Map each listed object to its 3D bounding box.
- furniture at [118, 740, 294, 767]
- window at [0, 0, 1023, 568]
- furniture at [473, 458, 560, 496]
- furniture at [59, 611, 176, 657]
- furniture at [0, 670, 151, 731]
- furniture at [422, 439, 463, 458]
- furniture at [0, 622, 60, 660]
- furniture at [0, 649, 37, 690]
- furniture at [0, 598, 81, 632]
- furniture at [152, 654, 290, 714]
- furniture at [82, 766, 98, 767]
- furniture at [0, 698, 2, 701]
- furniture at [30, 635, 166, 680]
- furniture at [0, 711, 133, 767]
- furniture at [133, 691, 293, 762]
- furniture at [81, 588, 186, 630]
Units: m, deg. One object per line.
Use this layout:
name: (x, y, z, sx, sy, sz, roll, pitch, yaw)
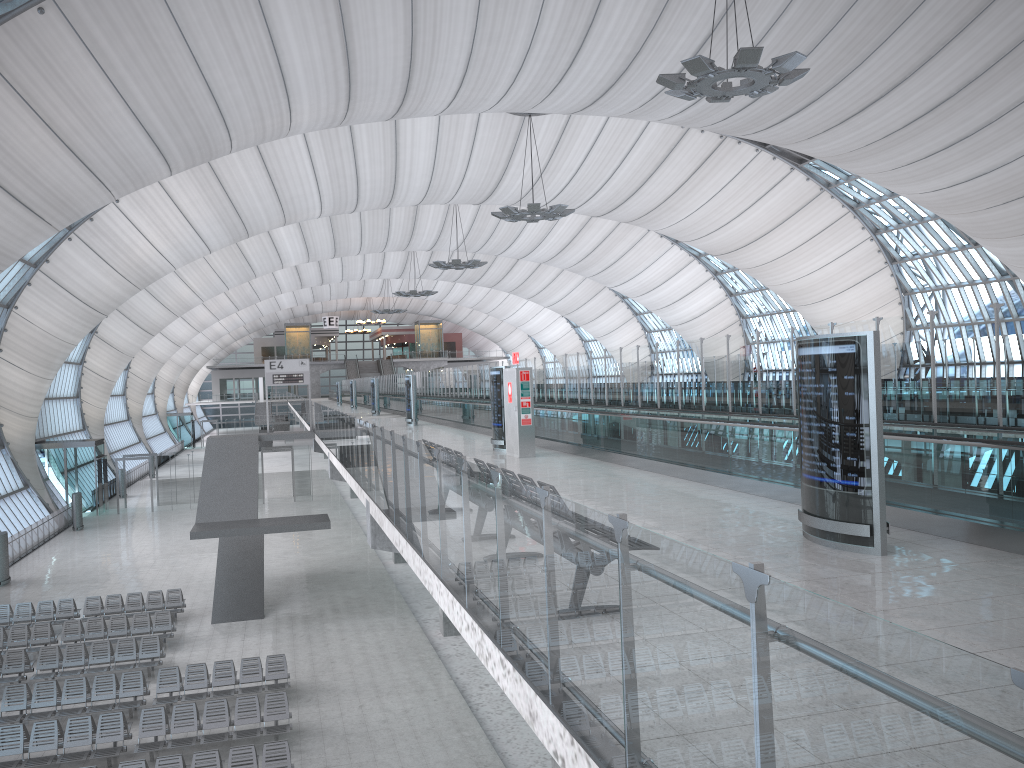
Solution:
furniture: (-4.829, 6.262, 14.012, 2.705, 0.913, 1.572, -2, 0, -15)
window: (-8.289, -3.401, 77.878, 50.537, 20.004, 167.818, -2, 0, -15)
furniture: (0.316, 1.095, 6.897, 0.713, 0.902, 2.520, -2, 0, -15)
furniture: (-10.101, 6.410, 22.774, 2.705, 0.913, 1.572, -2, 0, -15)
furniture: (-8.811, 6.390, 17.922, 2.705, 0.913, 1.572, -2, 0, -15)
furniture: (-0.443, 1.107, 9.823, 0.713, 0.902, 2.520, -2, 0, -15)
furniture: (-12.849, 6.519, 22.043, 2.705, 0.913, 1.572, -2, 0, -15)
furniture: (-12.245, 6.509, 19.773, 2.705, 0.913, 1.572, -2, 0, -15)
furniture: (-13.527, 6.530, 24.595, 2.705, 0.913, 1.572, -2, 0, -15)
furniture: (-6.063, 6.281, 18.653, 2.705, 0.913, 1.572, -2, 0, -15)
furniture: (-7.577, 6.370, 13.281, 2.705, 0.913, 1.572, -2, 0, -15)
furniture: (-11.559, 6.498, 17.191, 2.705, 0.913, 1.572, -2, 0, -15)
furniture: (-9.497, 6.401, 20.504, 2.705, 0.913, 1.572, -2, 0, -15)
furniture: (-8.194, 6.380, 15.602, 2.705, 0.913, 1.572, -2, 0, -15)
furniture: (-5.446, 6.271, 16.333, 2.705, 0.913, 1.572, -2, 0, -15)
furniture: (-10.779, 6.421, 25.326, 2.705, 0.913, 1.572, -2, 0, -15)
